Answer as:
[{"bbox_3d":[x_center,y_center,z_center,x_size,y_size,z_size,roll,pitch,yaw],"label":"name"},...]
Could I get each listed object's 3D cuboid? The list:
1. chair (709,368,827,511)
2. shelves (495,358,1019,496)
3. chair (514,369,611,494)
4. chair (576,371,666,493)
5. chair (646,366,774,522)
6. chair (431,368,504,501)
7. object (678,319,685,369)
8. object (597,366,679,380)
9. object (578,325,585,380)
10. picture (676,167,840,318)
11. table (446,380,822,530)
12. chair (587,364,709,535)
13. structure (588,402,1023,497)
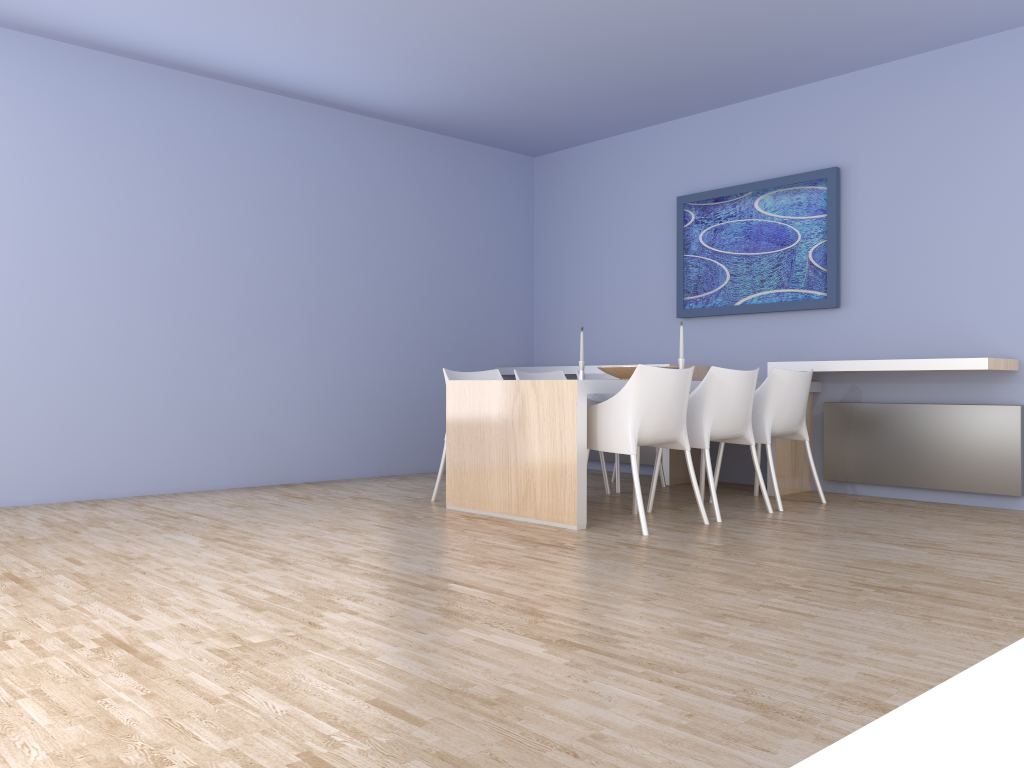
[{"bbox_3d":[1.511,0.305,5.238,0.510,0.793,0.486,0,0,-43],"label":"chair"},{"bbox_3d":[1.338,0.282,6.230,0.463,0.840,3.901,0,0,-43],"label":"shelves"},{"bbox_3d":[0.286,0.304,5.669,0.510,0.793,0.486,0,0,-43],"label":"chair"},{"bbox_3d":[0.708,0.305,6.058,0.510,0.793,0.486,0,0,-43],"label":"chair"},{"bbox_3d":[1.079,0.304,4.840,0.510,0.793,0.486,0,0,-42],"label":"chair"},{"bbox_3d":[-0.136,0.302,5.279,0.510,0.793,0.486,0,0,-43],"label":"chair"},{"bbox_3d":[0.951,-0.193,4.975,0.045,0.349,0.045,0,0,-43],"label":"object"},{"bbox_3d":[0.758,-0.062,5.318,0.493,0.081,0.493,0,0,-24],"label":"object"},{"bbox_3d":[0.437,-0.193,5.533,0.045,0.349,0.045,0,0,-1],"label":"object"},{"bbox_3d":[1.665,-0.941,6.147,0.049,0.901,1.252,0,0,-43],"label":"picture"},{"bbox_3d":[0.830,0.341,5.392,2.340,0.718,1.002,0,0,-43],"label":"table"},{"bbox_3d":[0.642,0.303,4.436,0.510,0.793,0.486,0,0,-43],"label":"chair"},{"bbox_3d":[1.516,0.368,6.303,0.064,0.503,3.843,0,0,-43],"label":"structure"}]
